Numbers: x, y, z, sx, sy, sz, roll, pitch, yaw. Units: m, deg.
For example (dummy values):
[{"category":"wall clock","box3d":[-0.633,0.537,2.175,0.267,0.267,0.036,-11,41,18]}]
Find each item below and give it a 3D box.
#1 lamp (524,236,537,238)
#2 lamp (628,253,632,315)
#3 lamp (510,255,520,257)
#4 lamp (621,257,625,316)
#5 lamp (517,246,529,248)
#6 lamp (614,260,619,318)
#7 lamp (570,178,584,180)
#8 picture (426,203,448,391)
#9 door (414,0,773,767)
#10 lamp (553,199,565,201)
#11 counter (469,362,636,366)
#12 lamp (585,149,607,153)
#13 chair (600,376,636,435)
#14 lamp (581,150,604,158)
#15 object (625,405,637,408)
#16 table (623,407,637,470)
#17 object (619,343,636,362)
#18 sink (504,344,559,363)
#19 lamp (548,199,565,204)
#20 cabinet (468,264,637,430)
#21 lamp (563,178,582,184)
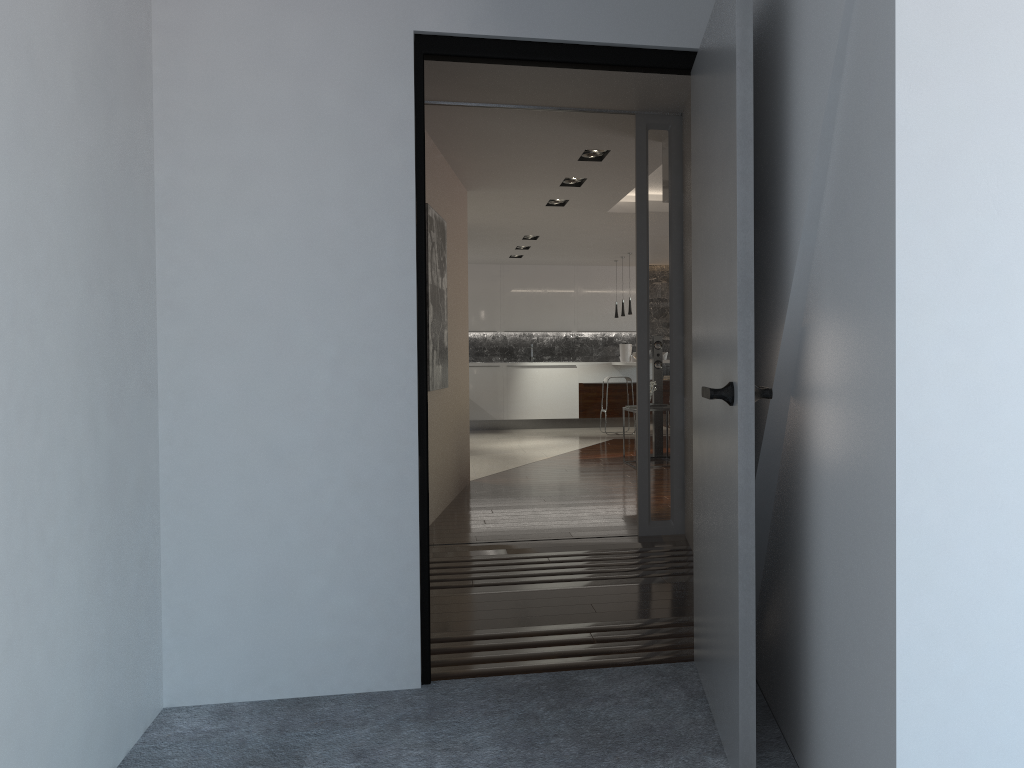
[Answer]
[{"category":"lamp","box3d":[0.214,-1.791,10.580,0.185,0.077,0.169,-1,2,-25]},{"category":"lamp","box3d":[1.617,-1.373,12.072,0.059,0.845,0.057,-1,1,-8]},{"category":"lamp","box3d":[0.051,-1.843,12.479,0.186,0.077,0.167,-2,2,-37]},{"category":"lamp","box3d":[1.578,-1.386,12.525,0.059,0.845,0.057,-1,1,-8]},{"category":"lamp","box3d":[0.131,-1.817,11.531,0.185,0.077,0.169,-1,2,-25]},{"category":"lamp","box3d":[1.539,-1.398,12.978,0.059,0.845,0.057,-1,1,-8]},{"category":"lamp","box3d":[0.509,-1.696,7.126,0.178,0.077,0.176,0,2,-2]},{"category":"picture","box3d":[-0.499,-0.547,5.822,0.029,1.165,0.754,0,1,5]},{"category":"door","box3d":[0.234,-0.067,2.510,1.019,2.093,0.961,-1,1,-8]},{"category":"lamp","box3d":[0.427,-1.722,8.080,0.178,0.077,0.176,0,2,-2]},{"category":"counter","box3d":[0.182,-0.279,12.517,4.106,0.041,2.643,-1,2,-9]},{"category":"lamp","box3d":[0.590,-1.670,6.183,0.178,0.077,0.176,0,2,-2]},{"category":"chair","box3d":[1.473,0.298,12.308,0.438,0.800,0.413,-1,1,-8]},{"category":"lamp","box3d":[0.575,-1.675,6.360,0.182,0.077,0.172,-1,2,-13]},{"category":"object","box3d":[1.332,0.091,8.780,0.300,0.287,0.269,-1,2,-38]},{"category":"table","box3d":[1.375,0.519,8.666,0.458,0.563,0.591,-1,1,-7]},{"category":"object","box3d":[1.898,-0.497,13.835,0.412,0.298,0.579,0,1,5]},{"category":"sink","box3d":[0.479,-0.354,13.560,1.175,0.520,0.499,-1,1,-10]},{"category":"lamp","box3d":[0.411,-1.727,8.257,0.187,0.077,0.167,-2,2,-43]},{"category":"cabinet","box3d":[1.700,-0.543,11.929,7.052,2.500,4.366,-1,1,-9]},{"category":"lamp","box3d":[0.493,-1.701,7.303,0.182,0.077,0.172,-1,2,-13]}]
